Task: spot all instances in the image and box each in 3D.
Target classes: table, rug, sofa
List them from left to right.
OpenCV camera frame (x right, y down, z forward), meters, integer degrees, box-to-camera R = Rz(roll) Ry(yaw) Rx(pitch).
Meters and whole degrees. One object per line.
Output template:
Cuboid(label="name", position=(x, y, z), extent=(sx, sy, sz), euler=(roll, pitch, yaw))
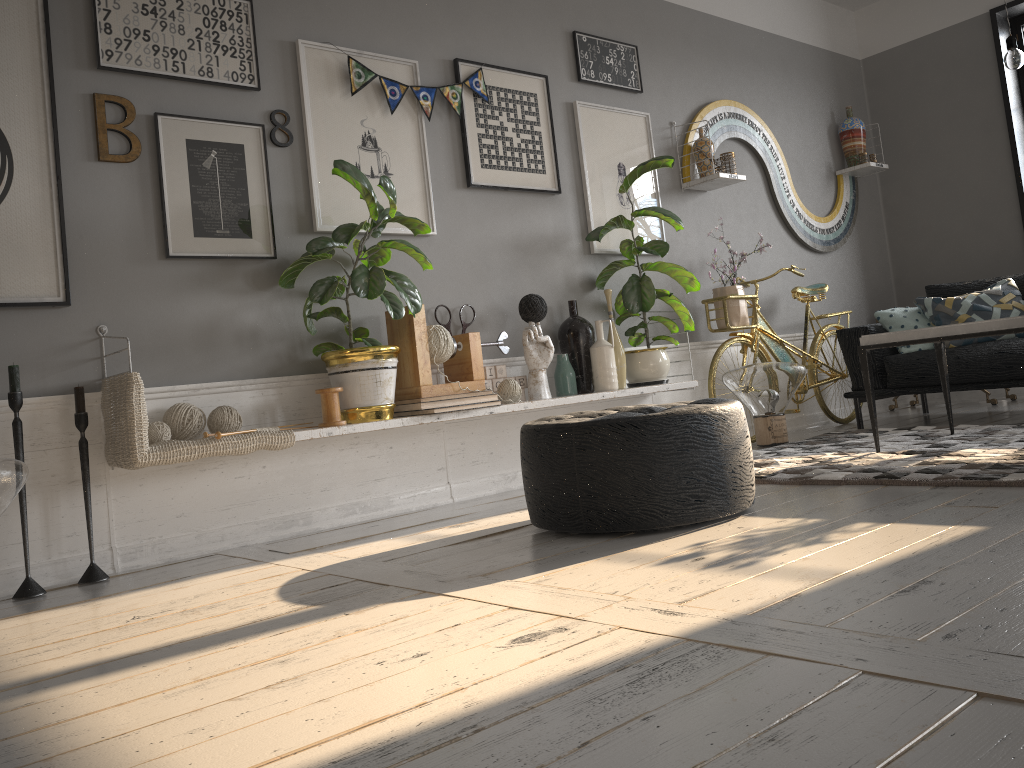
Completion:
Cuboid(label="table", position=(2.953, -0.188, 6.048), extent=(0.340, 0.682, 0.738), euler=(-4, -3, -40))
Cuboid(label="rug", position=(1.963, 0.241, 3.396), extent=(1.774, 0.034, 2.513), euler=(-6, 0, -40))
Cuboid(label="sofa", position=(2.955, -0.245, 4.545), extent=(0.972, 0.801, 2.328), euler=(-5, -2, -41))
Cuboid(label="table", position=(2.200, -0.029, 3.344), extent=(0.734, 0.513, 1.448), euler=(-5, -1, -40))

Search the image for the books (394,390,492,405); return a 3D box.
Cuboid(label="books", position=(-0.293, 0.058, 3.619), extent=(0.380, 0.017, 0.228), euler=(-6, 0, -43))

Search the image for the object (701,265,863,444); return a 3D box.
Cuboid(label="object", position=(1.669, -0.193, 5.256), extent=(0.424, 0.974, 1.629), euler=(-9, -3, 41))

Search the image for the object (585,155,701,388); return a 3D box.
Cuboid(label="object", position=(0.664, -0.568, 4.471), extent=(0.567, 1.155, 0.414), euler=(-6, -4, -1))

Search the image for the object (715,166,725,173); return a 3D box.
Cuboid(label="object", position=(1.216, -1.222, 5.155), extent=(0.062, 0.082, 0.062), euler=(-8, -3, 25))

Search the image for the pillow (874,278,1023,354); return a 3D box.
Cuboid(label="pillow", position=(2.497, -0.372, 4.995), extent=(0.795, 0.363, 0.444), euler=(-7, -2, 32))

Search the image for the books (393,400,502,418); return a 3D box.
Cuboid(label="books", position=(-0.273, 0.103, 3.622), extent=(0.295, 0.021, 0.369), euler=(-7, 0, 44))

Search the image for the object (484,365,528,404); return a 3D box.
Cuboid(label="object", position=(-0.053, 0.003, 3.965), extent=(0.265, 0.174, 0.078), euler=(-5, -3, -35))

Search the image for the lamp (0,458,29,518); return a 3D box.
Cuboid(label="lamp", position=(-1.549, 0.424, 2.408), extent=(0.433, 0.439, 0.430), euler=(-6, -2, -18))

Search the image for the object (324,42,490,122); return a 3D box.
Cuboid(label="object", position=(-0.430, -1.325, 3.922), extent=(0.916, 0.341, 0.057), euler=(-6, -3, -41))

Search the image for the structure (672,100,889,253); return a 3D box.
Cuboid(label="structure", position=(1.807, -1.337, 5.647), extent=(2.027, 0.959, 0.265), euler=(-6, -3, -40))

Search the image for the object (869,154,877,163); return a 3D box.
Cuboid(label="object", position=(2.507, -1.564, 6.141), extent=(0.050, 0.058, 0.050), euler=(-8, -3, 39))

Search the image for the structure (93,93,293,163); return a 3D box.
Cuboid(label="structure", position=(-1.155, -0.928, 3.289), extent=(0.741, 0.264, 0.024), euler=(-6, -3, -40))

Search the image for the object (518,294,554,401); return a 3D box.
Cuboid(label="object", position=(0.109, -0.170, 4.006), extent=(0.155, 0.485, 0.135), euler=(-3, -5, -40))

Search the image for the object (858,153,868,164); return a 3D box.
Cuboid(label="object", position=(2.434, -1.555, 6.124), extent=(0.059, 0.079, 0.060), euler=(-9, -3, 38))

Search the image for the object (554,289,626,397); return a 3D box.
Cuboid(label="object", position=(0.358, -0.201, 4.199), extent=(0.331, 0.490, 0.285), euler=(-7, -3, 10))

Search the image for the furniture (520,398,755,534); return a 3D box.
Cuboid(label="furniture", position=(0.397, 0.248, 2.855), extent=(0.732, 0.358, 0.737), euler=(-7, -1, 37))

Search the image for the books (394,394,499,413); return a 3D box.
Cuboid(label="books", position=(-0.282, 0.079, 3.612), extent=(0.385, 0.029, 0.258), euler=(-6, 0, -40))

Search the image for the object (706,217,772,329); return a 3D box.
Cuboid(label="object", position=(1.323, -0.637, 5.013), extent=(0.489, 0.644, 0.252), euler=(-5, -4, -23))

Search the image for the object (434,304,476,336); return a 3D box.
Cuboid(label="object", position=(-0.229, -0.121, 3.886), extent=(0.222, 0.465, 0.019), euler=(-4, -5, -40))

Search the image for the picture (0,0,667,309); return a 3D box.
Cuboid(label="picture", position=(-0.702, -1.095, 1.061), extent=(7.311, 1.802, 4.017), euler=(-6, -1, -40))

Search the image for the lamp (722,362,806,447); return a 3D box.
Cuboid(label="lamp", position=(1.348, 0.106, 4.672), extent=(0.433, 0.439, 0.430), euler=(-6, -2, -10))

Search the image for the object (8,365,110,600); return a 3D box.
Cuboid(label="object", position=(-1.414, 0.276, 2.731), extent=(0.091, 0.704, 0.280), euler=(-10, -5, 42))

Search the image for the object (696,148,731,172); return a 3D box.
Cuboid(label="object", position=(1.141, -1.253, 4.977), extent=(0.197, 0.166, 0.060), euler=(-6, -4, -7))

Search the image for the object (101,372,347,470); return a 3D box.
Cuboid(label="object", position=(-0.960, 0.093, 3.057), extent=(0.787, 0.308, 0.327), euler=(-6, -2, -39))

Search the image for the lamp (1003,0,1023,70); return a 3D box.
Cuboid(label="lamp", position=(1.662, -1.970, 2.881), extent=(0.074, 1.543, 1.394), euler=(-8, -3, 19))

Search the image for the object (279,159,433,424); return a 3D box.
Cuboid(label="object", position=(-0.568, -0.340, 3.370), extent=(0.543, 0.968, 0.511), euler=(-9, -4, 35))

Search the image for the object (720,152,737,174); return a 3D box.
Cuboid(label="object", position=(1.244, -1.253, 5.082), extent=(0.085, 0.140, 0.086), euler=(-9, -4, 42))

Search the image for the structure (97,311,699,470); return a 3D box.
Cuboid(label="structure", position=(-0.217, -0.082, 3.738), extent=(2.783, 0.488, 0.306), euler=(-6, -2, -40))

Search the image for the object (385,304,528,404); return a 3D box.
Cuboid(label="object", position=(-0.215, -0.110, 3.705), extent=(0.547, 0.442, 0.237), euler=(-5, -3, -40))
